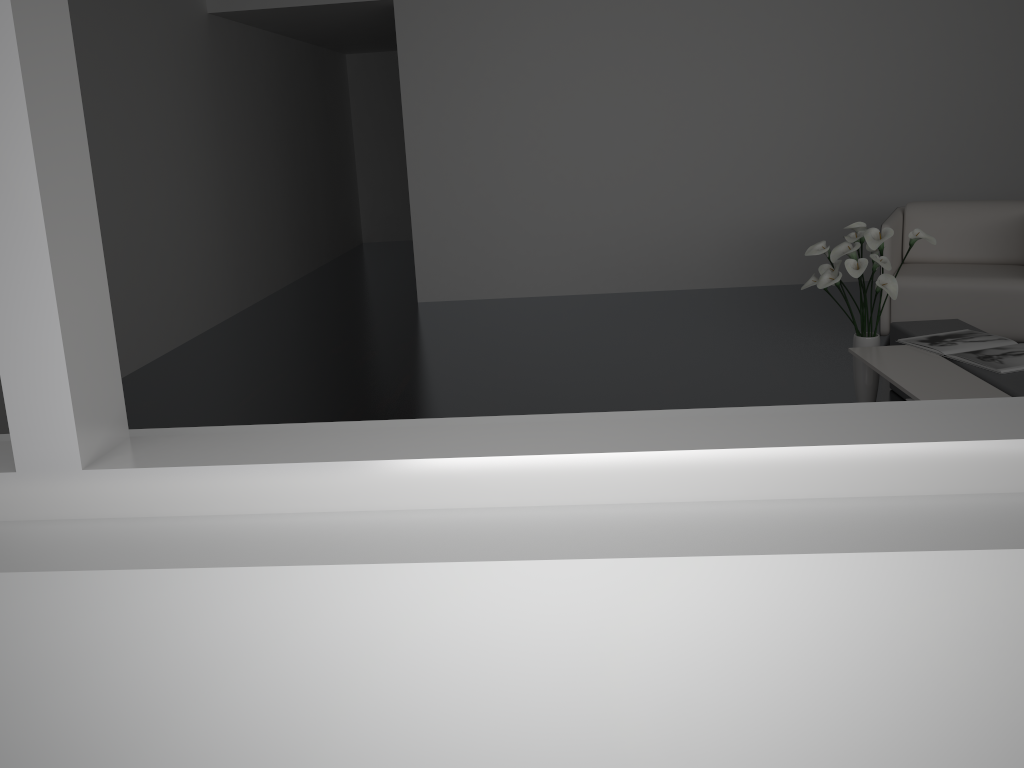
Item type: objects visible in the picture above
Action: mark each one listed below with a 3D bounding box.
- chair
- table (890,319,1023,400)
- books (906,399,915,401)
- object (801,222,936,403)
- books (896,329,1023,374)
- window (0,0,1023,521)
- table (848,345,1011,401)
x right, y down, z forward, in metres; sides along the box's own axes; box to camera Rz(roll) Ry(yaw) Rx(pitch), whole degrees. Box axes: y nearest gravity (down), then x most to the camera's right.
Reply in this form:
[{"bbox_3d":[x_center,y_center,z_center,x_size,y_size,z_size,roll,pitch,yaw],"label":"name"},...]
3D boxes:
[{"bbox_3d":[2.504,-0.659,4.898,0.769,0.646,0.940,4,16,28],"label":"chair"},{"bbox_3d":[1.844,0.047,3.378,0.298,0.306,1.291,-3,16,3],"label":"table"},{"bbox_3d":[1.484,0.170,3.070,0.233,0.258,0.051,-3,10,3],"label":"books"},{"bbox_3d":[1.467,-0.267,3.695,0.448,0.780,0.385,-6,11,-12],"label":"object"},{"bbox_3d":[1.837,-0.138,3.438,0.359,0.016,0.561,-8,17,-14],"label":"books"},{"bbox_3d":[1.368,-0.604,0.808,8.045,1.403,0.112,-2,10,5],"label":"window"},{"bbox_3d":[1.518,0.136,3.142,0.298,0.306,0.994,-3,16,3],"label":"table"}]
